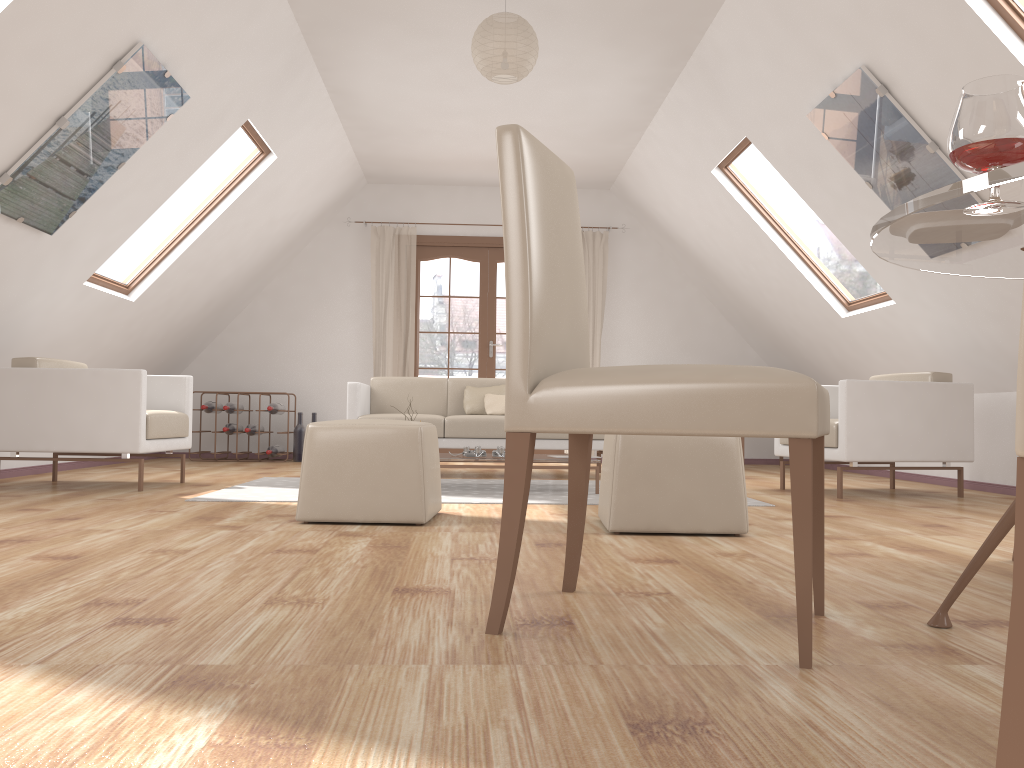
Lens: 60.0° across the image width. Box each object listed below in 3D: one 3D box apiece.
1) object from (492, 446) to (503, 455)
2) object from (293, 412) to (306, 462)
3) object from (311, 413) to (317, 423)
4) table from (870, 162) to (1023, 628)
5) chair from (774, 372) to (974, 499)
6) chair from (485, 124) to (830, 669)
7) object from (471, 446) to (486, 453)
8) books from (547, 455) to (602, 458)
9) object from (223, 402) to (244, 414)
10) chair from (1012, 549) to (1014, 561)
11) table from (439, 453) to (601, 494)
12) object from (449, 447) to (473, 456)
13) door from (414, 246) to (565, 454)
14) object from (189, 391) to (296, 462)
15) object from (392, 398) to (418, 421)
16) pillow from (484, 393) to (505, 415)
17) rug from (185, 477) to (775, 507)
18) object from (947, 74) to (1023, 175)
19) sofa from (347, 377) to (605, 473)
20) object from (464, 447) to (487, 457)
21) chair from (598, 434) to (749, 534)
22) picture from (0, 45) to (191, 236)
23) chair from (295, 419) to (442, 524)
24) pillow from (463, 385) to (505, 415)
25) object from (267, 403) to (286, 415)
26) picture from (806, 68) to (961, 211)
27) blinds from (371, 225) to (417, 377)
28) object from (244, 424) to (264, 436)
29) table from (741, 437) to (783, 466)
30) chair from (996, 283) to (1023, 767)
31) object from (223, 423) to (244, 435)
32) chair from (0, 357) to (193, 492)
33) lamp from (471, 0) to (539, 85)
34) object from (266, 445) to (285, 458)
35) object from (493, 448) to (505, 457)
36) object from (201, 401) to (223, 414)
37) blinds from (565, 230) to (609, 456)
[{"bbox_3d":[-0.056,0.393,5.229,0.064,0.052,0.143,0,-2,27],"label":"object"},{"bbox_3d":[-1.870,0.471,7.823,0.115,0.443,0.120,1,-2,-8],"label":"object"},{"bbox_3d":[-1.795,0.480,8.036,0.115,0.443,0.120,1,-2,-8],"label":"object"},{"bbox_3d":[1.240,0.095,1.467,1.198,0.770,1.198,0,-2,18],"label":"table"},{"bbox_3d":[2.069,0.282,5.159,0.820,0.706,0.748,1,-2,-13],"label":"chair"},{"bbox_3d":[0.312,-0.016,1.810,0.618,0.999,0.477,0,-2,22],"label":"chair"},{"bbox_3d":[-0.217,0.391,5.222,0.064,0.052,0.143,2,-3,-33],"label":"object"},{"bbox_3d":[0.360,0.416,5.069,0.280,0.005,0.192,1,-2,-11],"label":"books"},{"bbox_3d":[-2.470,0.213,7.820,0.109,0.109,0.435,1,-2,-3],"label":"object"},{"bbox_3d":[1.612,0.021,2.337,0.477,0.999,0.618,0,-2,25],"label":"chair"},{"bbox_3d":[-0.130,0.508,5.076,1.173,0.190,0.730,1,-2,-3],"label":"table"},{"bbox_3d":[-0.290,0.384,5.079,0.143,0.052,0.064,1,-2,-3],"label":"object"},{"bbox_3d":[-0.234,-0.293,8.350,1.546,2.001,0.098,1,-2,-3],"label":"door"},{"bbox_3d":[-2.377,0.377,7.859,0.854,0.608,0.417,1,-2,-3],"label":"object"},{"bbox_3d":[-0.597,0.227,5.123,0.123,0.359,0.184,-1,-3,39],"label":"object"},{"bbox_3d":[-0.022,0.152,6.322,0.363,0.170,0.227,1,-2,3],"label":"pillow"},{"bbox_3d":[-0.168,0.596,5.004,2.800,0.007,1.600,1,-2,-3],"label":"rug"},{"bbox_3d":[0.773,-0.389,1.422,0.136,0.183,0.136,2,-2,-24],"label":"object"},{"bbox_3d":[-0.187,0.298,6.355,1.880,0.706,0.820,1,-2,-3],"label":"sofa"},{"bbox_3d":[-0.204,0.380,4.944,0.064,0.052,0.143,0,-2,27],"label":"object"},{"bbox_3d":[0.596,0.347,3.379,0.506,0.394,0.506,1,-2,1],"label":"chair"},{"bbox_3d":[-1.990,-1.132,4.229,0.683,0.738,0.650,1,-2,-3],"label":"picture"},{"bbox_3d":[-0.554,0.339,3.567,0.506,0.394,0.506,1,-2,2],"label":"chair"},{"bbox_3d":[-0.180,0.112,6.466,0.351,0.235,0.185,1,-2,1],"label":"pillow"},{"bbox_3d":[-2.097,0.219,7.837,0.109,0.109,0.435,1,-2,-3],"label":"object"},{"bbox_3d":[1.920,-1.073,4.409,0.683,0.738,0.650,1,-2,-3],"label":"picture"},{"bbox_3d":[-1.114,-0.404,8.220,0.423,2.130,0.120,1,-2,-5],"label":"blinds"},{"bbox_3d":[-2.285,0.405,7.819,0.109,0.109,0.435,1,-2,-3],"label":"object"},{"bbox_3d":[2.214,0.545,7.830,0.730,0.390,0.773,1,-2,-4],"label":"table"},{"bbox_3d":[0.758,-0.049,0.808,0.477,0.999,0.618,-1,-3,42],"label":"chair"},{"bbox_3d":[-2.471,0.398,7.811,0.109,0.109,0.435,1,-2,-3],"label":"object"},{"bbox_3d":[-2.313,0.217,4.967,0.820,0.706,0.748,1,-2,0],"label":"chair"},{"bbox_3d":[-0.034,-1.774,4.454,0.340,0.497,0.340,-1,-3,37],"label":"lamp"},{"bbox_3d":[-2.101,0.594,7.821,0.109,0.109,0.435,1,-2,-3],"label":"object"},{"bbox_3d":[-0.043,0.384,4.951,0.064,0.051,0.143,2,-3,-33],"label":"object"},{"bbox_3d":[-2.653,0.207,7.807,0.110,0.110,0.439,1,-2,-3],"label":"object"},{"bbox_3d":[0.685,-0.381,8.265,0.424,2.129,0.123,1,-2,-8],"label":"blinds"}]
